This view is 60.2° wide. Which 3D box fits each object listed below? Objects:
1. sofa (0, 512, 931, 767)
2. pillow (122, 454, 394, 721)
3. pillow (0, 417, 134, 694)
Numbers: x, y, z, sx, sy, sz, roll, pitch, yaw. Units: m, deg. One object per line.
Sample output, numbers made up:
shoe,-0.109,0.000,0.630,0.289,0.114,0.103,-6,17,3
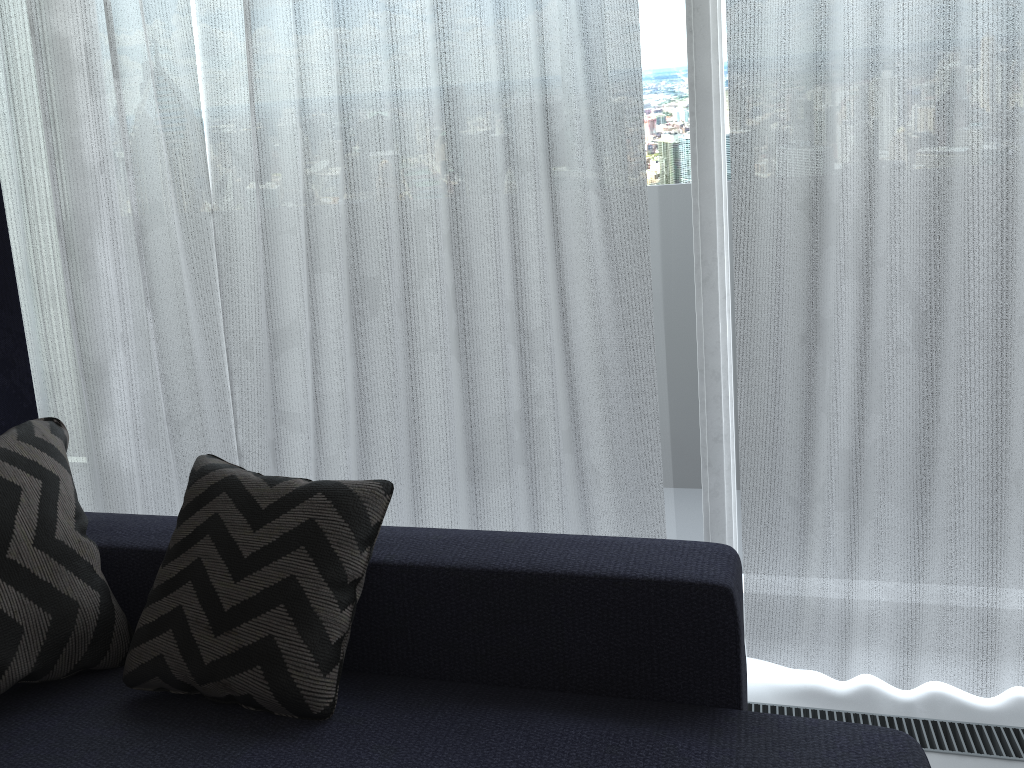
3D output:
sofa,-0.633,0.786,0.377,1.898,0.600,2.916,0,12,16
pillow,-0.437,0.334,1.515,0.415,0.340,0.290,0,10,21
pillow,-1.006,0.380,1.515,0.603,0.512,0.357,-13,13,-43
